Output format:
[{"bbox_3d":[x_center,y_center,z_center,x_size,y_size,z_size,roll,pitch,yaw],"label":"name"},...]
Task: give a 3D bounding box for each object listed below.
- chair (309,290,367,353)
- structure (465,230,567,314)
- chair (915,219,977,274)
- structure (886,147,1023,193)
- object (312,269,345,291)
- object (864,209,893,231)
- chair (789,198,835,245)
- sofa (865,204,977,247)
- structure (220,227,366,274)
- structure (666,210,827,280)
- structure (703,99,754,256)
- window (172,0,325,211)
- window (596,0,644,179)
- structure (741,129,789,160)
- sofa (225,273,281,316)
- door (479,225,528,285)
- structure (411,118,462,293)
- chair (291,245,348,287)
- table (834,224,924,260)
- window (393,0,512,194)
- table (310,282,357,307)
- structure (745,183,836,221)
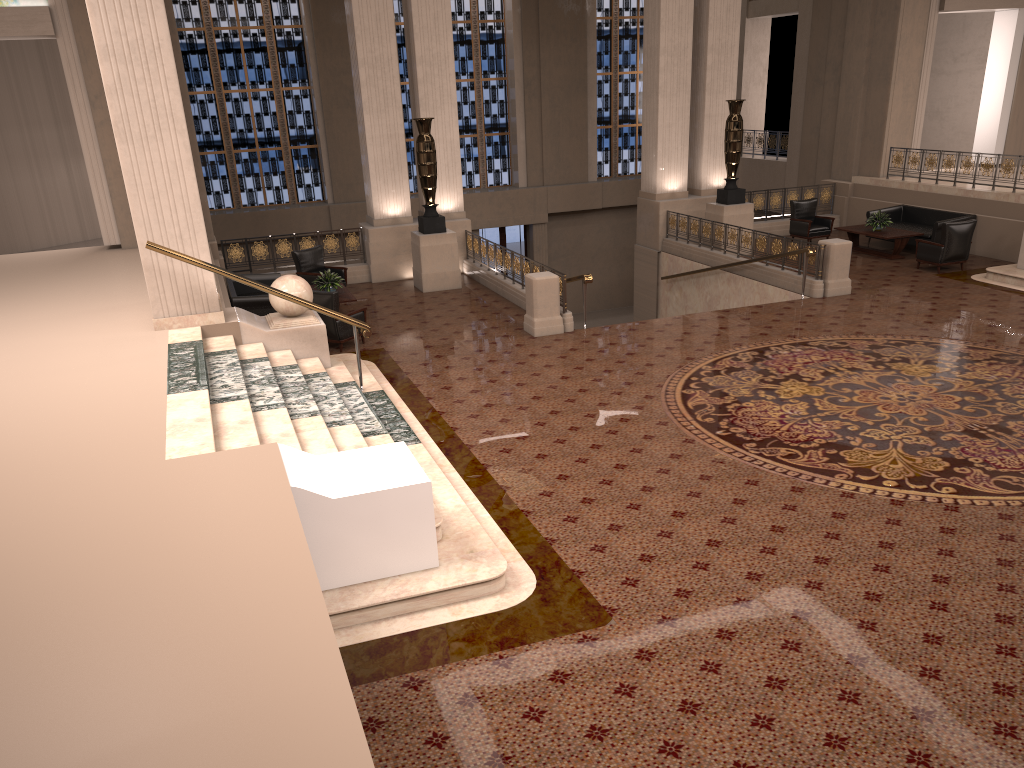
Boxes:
[{"bbox_3d":[-2.458,-0.930,12.183,0.642,0.880,0.695,10,25,29],"label":"chair"},{"bbox_3d":[-0.042,-1.943,14.486,0.079,0.560,4.767,-10,20,-17],"label":"structure"},{"bbox_3d":[7.364,-2.369,15.003,0.644,0.880,0.692,-10,23,-17],"label":"chair"},{"bbox_3d":[8.428,-4.074,16.690,0.032,0.651,3.569,-11,20,-18],"label":"structure"},{"bbox_3d":[-2.807,-1.566,13.428,0.501,0.392,0.504,2,21,13],"label":"object"},{"bbox_3d":[6.843,-3.061,16.440,0.501,0.392,0.504,2,21,13],"label":"object"},{"bbox_3d":[6.080,-3.304,17.933,0.642,0.880,0.694,-12,23,-22],"label":"chair"},{"bbox_3d":[7.728,-2.937,16.834,0.870,0.737,1.857,-10,21,-18],"label":"sofa"},{"bbox_3d":[-3.947,-2.406,16.052,2.521,0.683,0.031,-9,24,-17],"label":"structure"},{"bbox_3d":[3.947,-2.547,15.691,0.079,0.560,4.770,-11,20,-18],"label":"structure"},{"bbox_3d":[4.196,-3.918,16.861,0.696,2.908,0.675,-10,24,-17],"label":"structure"},{"bbox_3d":[-6.342,-7.068,21.219,2.971,5.589,0.067,-10,24,-16],"label":"window"},{"bbox_3d":[3.443,-8.551,24.175,2.971,5.589,0.067,-10,24,-16],"label":"window"},{"bbox_3d":[6.411,-6.041,22.249,0.031,0.696,2.082,-11,21,-18],"label":"structure"},{"bbox_3d":[-3.794,-1.191,13.353,0.870,0.737,1.857,-10,21,-18],"label":"sofa"},{"bbox_3d":[-0.228,-3.067,24.600,1.483,2.841,0.149,-10,24,-16],"label":"door"},{"bbox_3d":[-1.392,-3.071,15.173,0.696,2.908,0.675,-10,24,-17],"label":"structure"},{"bbox_3d":[-3.280,-1.884,15.101,0.708,0.880,0.629,13,26,34],"label":"chair"},{"bbox_3d":[6.870,-2.677,16.625,0.834,0.454,1.425,-9,20,-18],"label":"table"},{"bbox_3d":[-1.533,-7.797,22.672,2.971,5.589,0.067,-10,24,-16],"label":"window"},{"bbox_3d":[-2.921,-1.193,13.667,0.834,0.454,1.425,-9,20,-18],"label":"table"},{"bbox_3d":[5.895,-3.897,19.025,2.521,0.683,0.031,-9,24,-17],"label":"structure"}]
